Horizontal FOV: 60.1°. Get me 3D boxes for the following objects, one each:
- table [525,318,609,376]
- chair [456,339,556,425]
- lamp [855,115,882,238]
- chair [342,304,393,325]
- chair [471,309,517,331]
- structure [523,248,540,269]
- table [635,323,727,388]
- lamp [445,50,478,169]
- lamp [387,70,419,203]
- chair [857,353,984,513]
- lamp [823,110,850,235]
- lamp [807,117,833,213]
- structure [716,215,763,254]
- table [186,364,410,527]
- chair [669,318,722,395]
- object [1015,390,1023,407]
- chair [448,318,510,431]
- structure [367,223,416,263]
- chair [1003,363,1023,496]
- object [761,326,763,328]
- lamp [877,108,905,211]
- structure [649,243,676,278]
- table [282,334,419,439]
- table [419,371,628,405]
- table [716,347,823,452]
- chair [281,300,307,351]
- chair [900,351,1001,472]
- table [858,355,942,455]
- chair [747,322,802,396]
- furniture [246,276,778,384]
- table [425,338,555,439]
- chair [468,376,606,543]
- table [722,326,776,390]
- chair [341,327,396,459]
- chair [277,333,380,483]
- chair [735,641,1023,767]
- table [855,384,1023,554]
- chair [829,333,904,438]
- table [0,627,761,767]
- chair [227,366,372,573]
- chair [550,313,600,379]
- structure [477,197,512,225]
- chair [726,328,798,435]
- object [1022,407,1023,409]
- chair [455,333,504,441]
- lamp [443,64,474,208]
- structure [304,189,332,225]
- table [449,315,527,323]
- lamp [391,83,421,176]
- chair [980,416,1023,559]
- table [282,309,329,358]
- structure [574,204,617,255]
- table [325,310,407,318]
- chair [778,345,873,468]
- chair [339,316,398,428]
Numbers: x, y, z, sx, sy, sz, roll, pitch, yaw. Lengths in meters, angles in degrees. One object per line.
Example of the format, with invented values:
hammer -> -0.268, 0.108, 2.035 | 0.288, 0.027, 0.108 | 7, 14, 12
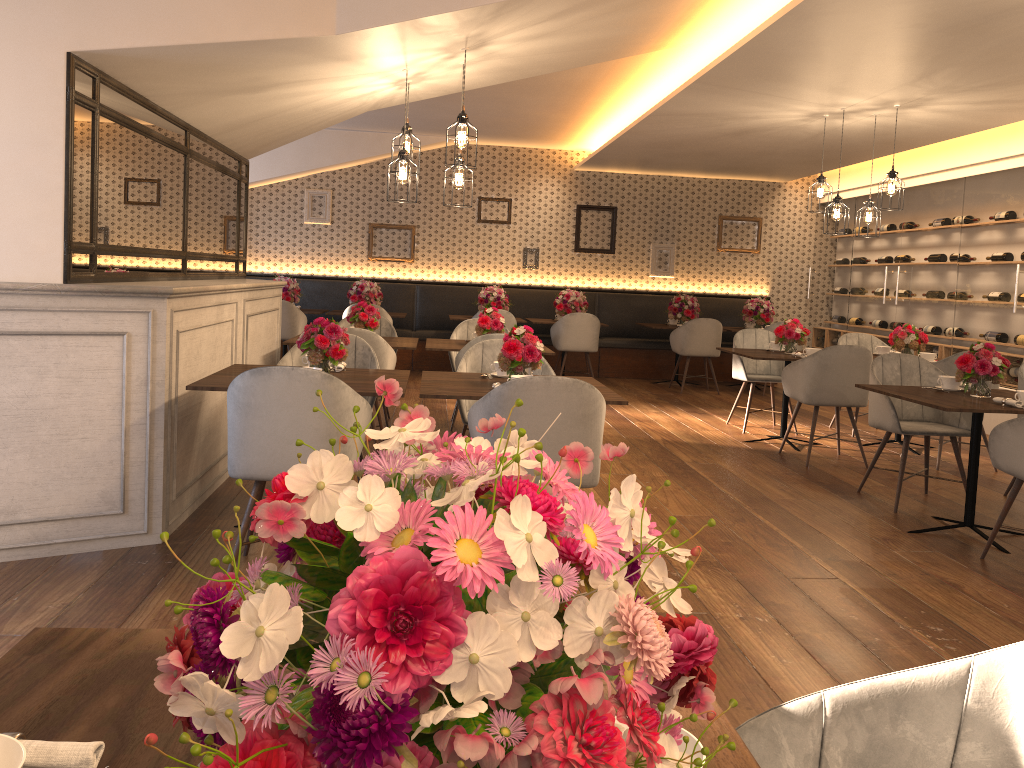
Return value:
table -> 0.630, -0.402, 10.783 | 0.896, 0.718, 0.901 | 2, 6, -5
chair -> -0.046, 0.204, 4.890 | 0.565, 0.869, 0.528 | 2, 5, -5
lamp -> 2.902, -2.209, 7.046 | 0.175, 2.063, 0.176 | 2, 4, -4
chair -> -1.634, -0.477, 9.902 | 0.565, 0.869, 0.528 | 2, 5, -5
chair -> -0.224, -0.426, 10.028 | 0.565, 0.869, 0.528 | 2, 5, -5
structure -> 0.250, -1.643, 11.601 | 0.216, 0.276, 0.018 | 2, 4, -5
table -> 2.040, -0.351, 10.909 | 0.896, 0.718, 0.901 | 2, 6, -5
lamp -> -0.238, -2.237, 4.871 | 0.175, 2.063, 0.176 | 2, 4, -4
lamp -> -0.588, -2.082, 5.055 | 0.175, 2.063, 0.176 | 2, 4, -4
chair -> 2.399, 0.274, 5.257 | 0.565, 0.869, 0.528 | 2, 5, -5
lamp -> 2.589, -2.205, 6.892 | 0.175, 2.063, 0.176 | 2, 4, -4
lamp -> 2.570, -2.438, 7.206 | 0.175, 2.063, 0.176 | 2, 4, -4
structure -> 3.039, -1.993, 11.813 | 0.601, 0.484, 0.032 | 2, 4, -5
table -> -0.954, 0.327, 4.156 | 0.896, 0.718, 0.901 | 2, 6, -5
chair -> 2.140, -0.341, 10.240 | 0.565, 0.869, 0.528 | 2, 5, -5
object -> 2.510, 0.074, 4.290 | 0.148, 0.072, 0.149 | -1, 7, -28
chair -> -0.247, -0.085, 7.200 | 0.565, 0.869, 0.528 | 2, 5, -5
structure -> -1.553, -1.819, 11.424 | 0.601, 0.484, 0.032 | 2, 4, -5
chair -> 3.354, 0.308, 5.343 | 0.565, 0.869, 0.528 | 2, 5, -5
object -> 3.147, -0.726, 11.282 | 0.056, 0.039, 0.176 | 2, 7, -5
lamp -> 2.940, -2.361, 6.708 | 0.175, 2.063, 0.176 | 2, 4, -4
structure -> 2.000, -1.637, 11.747 | 0.340, 0.438, 0.035 | 2, 4, -5
table -> -1.155, 0.037, 6.466 | 0.896, 0.718, 0.901 | 2, 6, -5
table -> 0.000, 0.361, 4.240 | 0.896, 0.718, 0.901 | 2, 6, -5
table -> 2.185, 0.121, 7.067 | 0.896, 0.718, 0.901 | 2, 6, -5
chair -> -2.588, -0.511, 9.816 | 0.565, 0.869, 0.528 | 2, 5, -5
chair -> 3.240, 0.165, 6.484 | 0.565, 0.869, 0.528 | 2, 5, -5
table -> 3.140, 0.155, 7.153 | 0.896, 0.718, 0.901 | 2, 6, -5
chair -> 3.094, -0.307, 10.326 | 0.565, 0.869, 0.528 | 2, 5, -5
furniture -> -0.069, -0.683, 11.346 | 7.086, 1.078, 0.543 | 2, 4, -5
table -> -0.201, 0.072, 6.551 | 0.896, 0.718, 0.901 | 2, 6, -5
chair -> 0.100, 0.370, 3.573 | 0.565, 0.869, 0.528 | 2, 5, -5
table -> 2.994, -0.317, 10.995 | 0.896, 0.718, 0.901 | 2, 6, -5
chair -> -1.055, 0.047, 5.797 | 0.565, 0.869, 0.528 | 2, 5, -5
chair -> -1.001, 0.170, 4.804 | 0.565, 0.869, 0.528 | 2, 5, -5
chair -> 0.480, 0.708, 0.928 | 0.526, 0.869, 0.567 | 2, 5, -5
table -> 2.400, 0.429, 4.604 | 0.896, 0.718, 0.901 | 2, 6, -5
chair -> 3.140, 0.000, 7.805 | 0.565, 0.869, 0.528 | 2, 5, -5
table -> -0.188, 0.764, 0.835 | 0.896, 0.718, 0.901 | 2, 6, -5
chair -> -0.854, 0.336, 3.487 | 0.565, 0.869, 0.528 | 2, 5, -5
chair -> 0.730, -0.392, 10.114 | 0.565, 0.869, 0.528 | 2, 5, -5
structure -> -0.225, -2.255, 11.521 | 0.449, 0.343, 0.016 | 2, 4, -5
chair -> 2.185, -0.034, 7.720 | 0.565, 0.869, 0.528 | 2, 5, -5
object -> 2.429, 0.093, 4.294 | 0.025, 0.024, 0.193 | 2, 7, -5
chair -> -0.101, 0.081, 5.883 | 0.565, 0.869, 0.528 | 2, 5, -5
lamp -> -0.275, -2.086, 5.209 | 0.175, 2.063, 0.176 | 2, 4, -4
structure -> -2.479, -2.267, 11.313 | 0.340, 0.438, 0.035 | 2, 4, -5
table -> -0.324, -0.436, 10.697 | 0.896, 0.718, 0.901 | 2, 6, -5
lamp -> -0.607, -2.315, 5.369 | 0.175, 2.063, 0.176 | 2, 4, -4
chair -> 2.499, 0.439, 3.935 | 0.565, 0.869, 0.528 | 2, 5, -5
table -> -2.688, -0.521, 10.485 | 0.896, 0.718, 0.901 | 2, 6, -5
structure -> 1.101, -2.031, 11.649 | 0.544, 0.630, 0.035 | 2, 4, -5
table -> -1.734, -0.486, 10.570 | 0.896, 0.718, 0.901 | 2, 6, -5
chair -> 2.285, 0.131, 6.398 | 0.565, 0.869, 0.528 | 2, 5, -5
chair -> -1.202, -0.119, 7.114 | 0.565, 0.869, 0.528 | 2, 5, -5
